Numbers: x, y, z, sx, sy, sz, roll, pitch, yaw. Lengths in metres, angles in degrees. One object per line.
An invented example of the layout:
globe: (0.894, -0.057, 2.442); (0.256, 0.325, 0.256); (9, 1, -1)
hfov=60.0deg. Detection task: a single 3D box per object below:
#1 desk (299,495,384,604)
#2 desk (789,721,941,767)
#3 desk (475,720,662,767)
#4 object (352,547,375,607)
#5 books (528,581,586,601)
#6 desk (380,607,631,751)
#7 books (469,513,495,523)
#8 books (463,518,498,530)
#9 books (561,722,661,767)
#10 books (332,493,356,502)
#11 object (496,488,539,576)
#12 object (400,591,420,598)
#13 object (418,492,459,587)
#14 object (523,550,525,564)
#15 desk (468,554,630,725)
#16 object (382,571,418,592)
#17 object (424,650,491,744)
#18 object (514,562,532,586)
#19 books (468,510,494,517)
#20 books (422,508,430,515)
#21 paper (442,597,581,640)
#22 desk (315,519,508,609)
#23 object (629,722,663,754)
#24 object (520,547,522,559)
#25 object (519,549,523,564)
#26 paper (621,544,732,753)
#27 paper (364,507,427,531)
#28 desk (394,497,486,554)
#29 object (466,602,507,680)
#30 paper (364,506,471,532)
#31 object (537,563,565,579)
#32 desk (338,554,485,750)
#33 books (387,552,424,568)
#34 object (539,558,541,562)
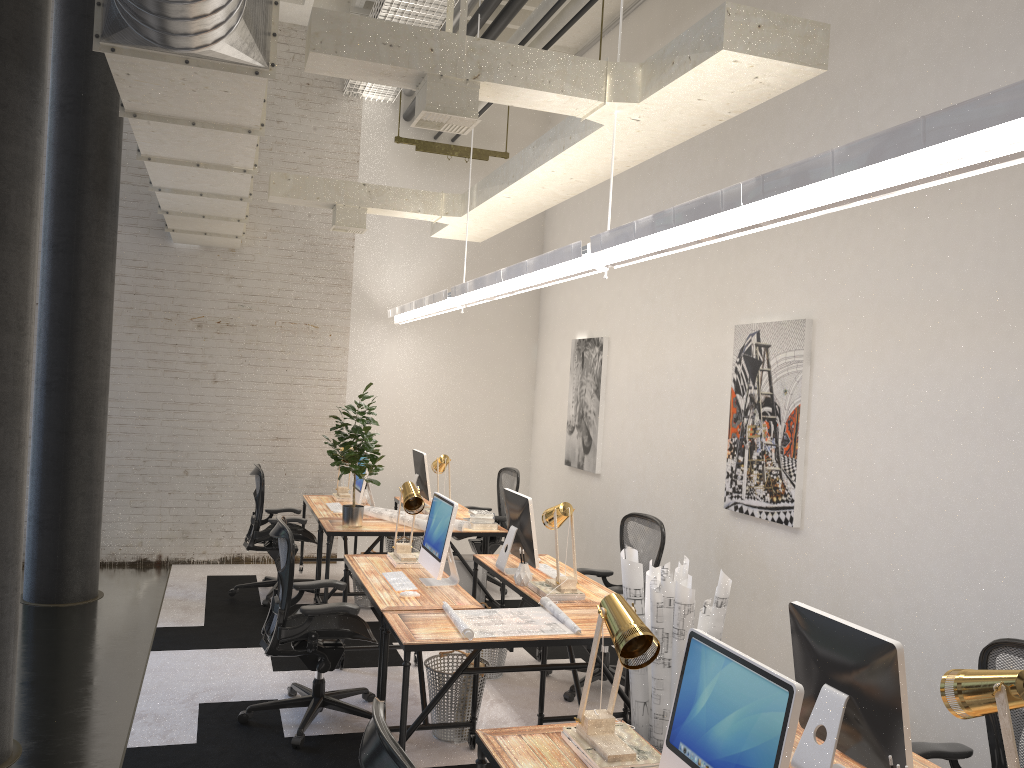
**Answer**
desk: (-1.481, 1.406, 7.588); (0.529, 0.724, 1.400); (3, 0, -18)
desk: (1.130, 1.557, 2.570); (0.529, 0.724, 1.400); (3, 0, -18)
desk: (0.325, 1.509, 2.311); (0.529, 0.724, 1.400); (3, 0, -18)
object: (-1.156, 1.570, 7.213); (0.353, 0.435, 0.358); (3, 0, -22)
books: (0.243, 1.134, 4.872); (0.225, 0.038, 0.308); (3, 0, -18)
desk: (0.090, 1.504, 4.257); (1.401, 0.724, 0.529); (3, 0, -18)
books: (-0.231, 1.042, 6.924); (0.193, 0.044, 0.257); (3, 0, -1)
books: (-0.251, 1.088, 6.904); (0.200, 0.050, 0.271); (3, 0, -21)
books: (0.310, 1.127, 2.738); (0.225, 0.038, 0.308); (3, 0, -18)
books: (-1.496, 1.025, 8.015); (0.225, 0.038, 0.308); (3, 0, -18)
object: (0.026, 0.901, 5.378); (0.190, 0.485, 0.483); (3, 0, -18)
object: (-0.530, 1.092, 4.608); (0.106, 0.029, 0.059); (3, 0, -17)
object: (-0.394, 0.874, 4.964); (0.190, 0.485, 0.483); (3, 0, -18)
object: (0.072, 1.040, 5.027); (0.008, 0.207, 0.054); (4, 1, 37)
desk: (0.183, 1.515, 5.307); (0.529, 0.724, 1.400); (3, 0, -18)
object: (-0.626, 1.094, 4.921); (0.118, 0.017, 0.438); (3, 0, -18)
object: (-0.297, 1.630, 4.674); (0.353, 0.435, 0.358); (3, 0, -22)
object: (0.064, 1.081, 5.041); (0.101, 0.127, 0.101); (3, 0, 27)
books: (-0.244, 1.010, 6.920); (0.153, 0.030, 0.185); (3, 0, -20)
books: (-0.616, 1.074, 7.412); (0.225, 0.038, 0.308); (3, 0, -18)
paper: (-0.012, 1.112, 4.243); (0.626, 0.061, 0.567); (3, 0, -21)
desk: (-0.769, 1.444, 6.796); (1.401, 0.724, 0.529); (3, 0, -18)
object: (0.666, 1.712, 3.854); (0.353, 0.398, 0.353); (3, 0, 27)
object: (0.055, 1.038, 5.051); (0.008, 0.207, 0.054); (3, 1, -35)
object: (0.059, 1.039, 5.027); (0.054, 0.207, 0.008); (3, 1, -31)
paper: (0.672, 1.300, 3.865); (0.412, 1.198, 0.440); (3, 1, -40)
paper: (-0.942, 1.030, 6.891); (0.083, 0.082, 1.133); (3, 0, -44)
desk: (-0.676, 1.455, 7.847); (0.529, 0.724, 1.400); (3, 0, -18)
object: (-0.159, 1.643, 5.685); (0.353, 0.435, 0.358); (3, 0, -22)
paper: (-0.783, 1.040, 6.942); (1.133, 0.082, 0.083); (3, 0, 36)
object: (0.231, 1.147, 5.426); (0.118, 0.017, 0.438); (3, 0, -18)
desk: (-0.622, 1.467, 5.048); (0.529, 0.724, 1.400); (3, 0, -18)
books: (-0.637, 1.085, 5.475); (0.225, 0.038, 0.308); (3, 0, -18)
object: (0.136, 1.136, 5.740); (0.106, 0.029, 0.059); (3, 0, -17)
